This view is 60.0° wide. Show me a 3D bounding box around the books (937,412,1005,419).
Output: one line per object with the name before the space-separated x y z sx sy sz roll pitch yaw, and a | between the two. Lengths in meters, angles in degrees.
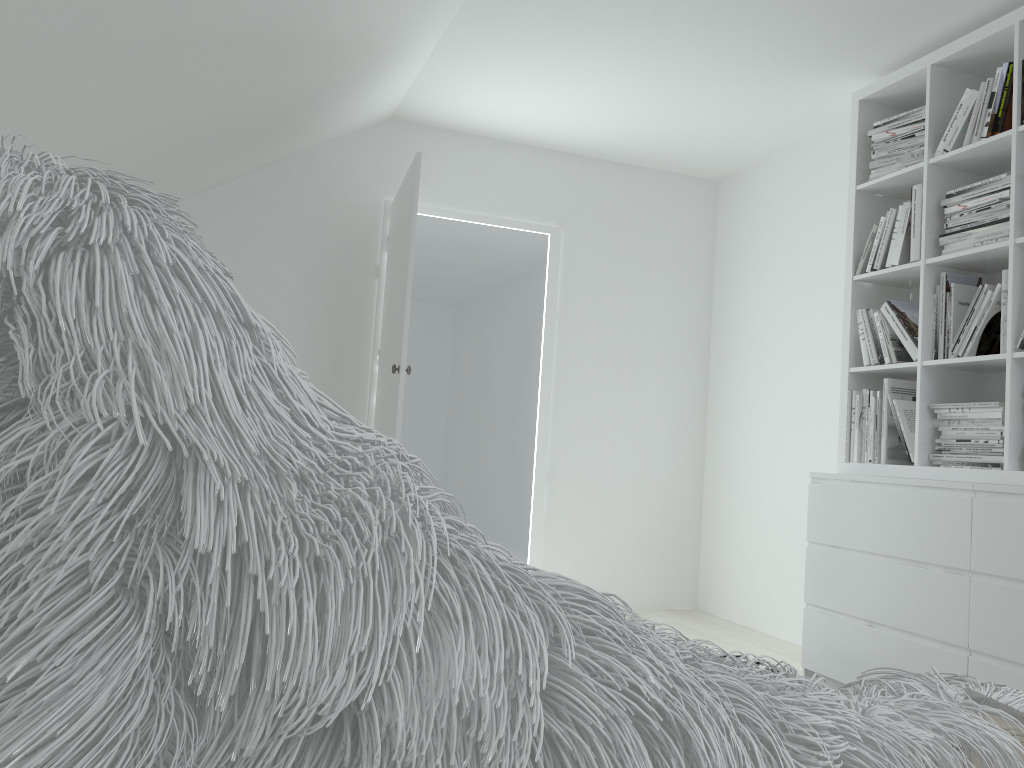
books | 1.663 0.117 3.105 0.174 0.021 0.273 5 -5 -19

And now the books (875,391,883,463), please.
books | 1.491 0.175 3.468 0.159 0.285 0.012 5 -5 -19

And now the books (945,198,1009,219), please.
books | 1.703 -0.615 3.162 0.161 0.013 0.256 5 -4 -14

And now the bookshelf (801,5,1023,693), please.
bookshelf | 1.694 -0.051 2.914 0.440 2.416 1.595 5 -5 -19

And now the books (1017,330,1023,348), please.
books | 1.739 -0.228 2.859 0.161 0.235 0.118 5 -5 -19

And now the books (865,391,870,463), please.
books | 1.486 0.177 3.529 0.182 0.288 0.016 5 -5 -19

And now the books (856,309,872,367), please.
books | 1.488 -0.179 3.594 0.172 0.239 0.093 5 -5 -19

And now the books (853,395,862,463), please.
books | 1.454 0.186 3.567 0.174 0.273 0.021 5 -5 -19

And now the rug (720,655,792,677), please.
rug | 0.886 1.005 1.525 1.846 0.004 4.362 5 -5 -19

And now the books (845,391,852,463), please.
books | 1.433 0.179 3.596 0.182 0.288 0.016 5 -5 -19

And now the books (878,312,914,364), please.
books | 1.526 -0.173 3.454 0.161 0.213 0.118 5 -5 -19

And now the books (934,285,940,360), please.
books | 1.626 -0.213 3.268 0.159 0.285 0.012 5 -5 -19

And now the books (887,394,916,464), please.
books | 1.523 0.172 3.351 0.159 0.263 0.131 5 -5 -19

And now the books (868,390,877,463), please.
books | 1.492 0.177 3.515 0.182 0.288 0.016 5 -5 -19

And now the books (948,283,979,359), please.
books | 1.667 -0.213 3.228 0.182 0.288 0.016 5 -5 -19

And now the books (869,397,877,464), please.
books | 1.483 0.187 3.493 0.167 0.263 0.017 5 -5 -19

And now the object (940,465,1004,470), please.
object | 1.649 0.296 3.080 0.161 0.012 0.254 5 -5 -19

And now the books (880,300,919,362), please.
books | 1.555 -0.197 3.393 0.176 0.255 0.226 5 -5 -19

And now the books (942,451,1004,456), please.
books | 1.658 0.246 3.086 0.161 0.013 0.254 5 -5 -19

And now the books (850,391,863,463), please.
books | 1.448 0.179 3.585 0.182 0.288 0.016 5 -5 -19

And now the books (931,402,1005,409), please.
books | 1.652 0.082 3.111 0.182 0.016 0.288 5 -5 -19

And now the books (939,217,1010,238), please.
books | 1.742 -0.538 3.160 0.251 0.012 0.312 5 -5 -19

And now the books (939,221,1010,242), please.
books | 1.732 -0.526 3.159 0.232 0.014 0.308 6 -5 -22

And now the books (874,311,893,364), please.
books | 1.519 -0.174 3.493 0.161 0.218 0.101 5 -5 -19

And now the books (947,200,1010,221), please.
books | 1.717 -0.603 3.143 0.159 0.012 0.285 5 -5 -19

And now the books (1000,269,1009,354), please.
books | 1.742 -0.232 3.020 0.180 0.296 0.028 5 -5 -19

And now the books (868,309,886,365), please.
books | 1.505 -0.180 3.520 0.152 0.232 0.104 5 -5 -19

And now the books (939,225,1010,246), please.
books | 1.732 -0.512 3.152 0.232 0.014 0.314 5 -5 -20

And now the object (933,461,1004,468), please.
object | 1.641 0.283 3.095 0.159 0.012 0.285 5 -5 -19

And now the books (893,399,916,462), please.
books | 1.532 0.179 3.334 0.161 0.235 0.118 5 -5 -19

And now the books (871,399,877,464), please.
books | 1.480 0.190 3.476 0.161 0.254 0.012 5 -5 -19

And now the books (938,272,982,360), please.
books | 1.644 -0.236 3.255 0.176 0.331 0.025 5 -5 -19

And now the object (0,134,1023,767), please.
object | -0.034 0.303 0.719 0.954 0.789 0.784 7 -6 -39

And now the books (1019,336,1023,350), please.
books | 1.742 -0.238 2.841 0.159 0.263 0.131 5 -5 -19

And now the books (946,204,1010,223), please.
books | 1.707 -0.591 3.151 0.161 0.012 0.254 5 -5 -19

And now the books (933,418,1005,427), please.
books | 1.669 0.143 3.127 0.180 0.028 0.296 5 -5 -19

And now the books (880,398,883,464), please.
books | 1.499 0.189 3.443 0.161 0.254 0.013 5 -5 -19

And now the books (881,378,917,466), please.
books | 1.508 0.150 3.429 0.176 0.331 0.025 5 -5 -19

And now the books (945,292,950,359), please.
books | 1.647 -0.199 3.235 0.161 0.254 0.013 5 -5 -19

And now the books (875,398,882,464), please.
books | 1.486 0.188 3.452 0.161 0.256 0.013 5 -5 -19

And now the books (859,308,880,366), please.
books | 1.492 -0.180 3.549 0.172 0.235 0.112 5 -5 -19

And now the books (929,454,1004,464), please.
books | 1.653 0.265 3.097 0.176 0.025 0.331 5 -5 -19

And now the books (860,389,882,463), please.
books | 1.478 0.175 3.551 0.180 0.296 0.028 5 -5 -19

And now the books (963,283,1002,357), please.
books | 1.711 -0.205 3.105 0.182 0.257 0.158 5 -5 -19

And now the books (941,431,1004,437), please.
books | 1.665 0.178 3.090 0.167 0.017 0.263 5 -5 -19

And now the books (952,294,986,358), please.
books | 1.673 -0.191 3.139 0.161 0.226 0.137 5 -5 -19

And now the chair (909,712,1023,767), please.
chair | -0.048 0.408 0.708 0.776 0.941 0.719 8 -6 -45

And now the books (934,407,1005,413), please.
books | 1.663 0.098 3.107 0.182 0.016 0.288 5 -5 -19

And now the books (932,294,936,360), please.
books | 1.625 -0.198 3.281 0.161 0.254 0.012 5 -5 -19
